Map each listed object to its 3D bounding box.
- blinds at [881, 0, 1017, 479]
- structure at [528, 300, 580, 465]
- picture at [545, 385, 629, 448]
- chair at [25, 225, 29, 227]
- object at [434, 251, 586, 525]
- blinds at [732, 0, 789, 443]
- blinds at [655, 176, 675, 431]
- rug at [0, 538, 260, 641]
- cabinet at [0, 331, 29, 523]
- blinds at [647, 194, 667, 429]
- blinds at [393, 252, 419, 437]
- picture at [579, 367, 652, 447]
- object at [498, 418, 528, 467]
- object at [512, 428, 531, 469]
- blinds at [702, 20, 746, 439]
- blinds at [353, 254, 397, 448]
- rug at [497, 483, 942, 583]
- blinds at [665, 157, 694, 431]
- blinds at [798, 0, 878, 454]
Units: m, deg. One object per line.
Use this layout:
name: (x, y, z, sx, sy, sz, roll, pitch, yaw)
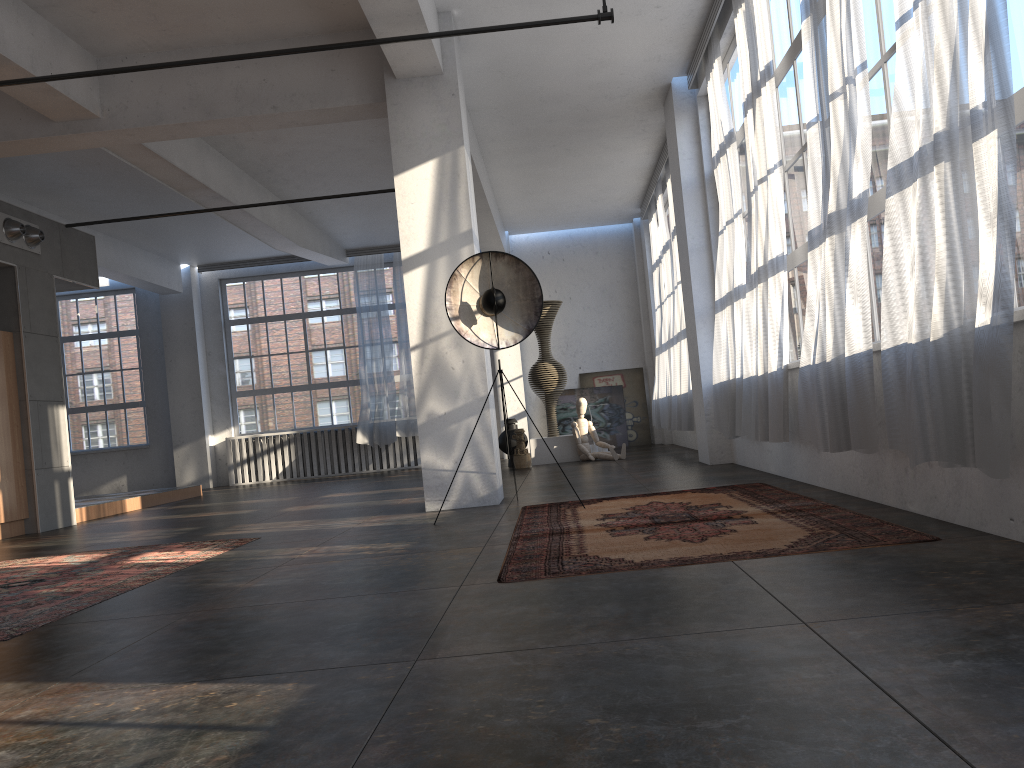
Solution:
blinds: (1.630, -1.532, 3.490, 0.342, 3.749, 1.029, -6, -1, 1)
structure: (0.533, -0.009, 12.877, 0.676, 2.325, 0.751, -6, -1, 2)
picture: (1.318, 0.619, 15.710, 1.432, 1.141, 0.304, -6, -1, -1)
chair: (-5.668, 0.958, 3.021, 0.470, 0.895, 0.498, -5, -1, -21)
object: (-0.073, -0.017, 6.615, 1.055, 1.918, 1.182, -6, -1, 2)
blinds: (1.806, -1.403, 6.558, 0.361, 3.673, 1.033, -6, -1, 2)
blinds: (2.188, -1.184, 12.662, 0.314, 3.711, 1.026, -6, -1, 2)
rug: (-2.785, 1.120, 4.857, 1.853, 0.029, 2.889, -6, -2, 2)
cabinet: (-9.086, 0.439, 7.960, 8.100, 2.561, 2.382, -6, -2, 1)
blinds: (2.242, -1.148, 13.853, 0.339, 3.696, 1.035, -6, -1, 0)
blinds: (-1.559, -0.786, 15.356, 1.056, 3.499, 1.001, -6, -1, 2)
picture: (1.841, 0.443, 15.806, 1.146, 1.386, 0.253, -6, -1, 1)
object: (0.012, 0.852, 12.877, 0.451, 0.693, 0.435, -5, -2, -34)
object: (0.127, 0.906, 12.006, 0.235, 0.600, 0.224, -6, -1, 30)
blinds: (1.919, -1.352, 8.059, 0.314, 3.711, 1.026, -6, -1, 2)
blinds: (-2.445, -0.655, 15.506, 0.692, 3.557, 0.878, -6, -1, 1)
rug: (0.911, 0.774, 5.118, 1.814, 0.009, 3.133, -6, -2, 2)
blinds: (2.104, -1.231, 11.322, 0.361, 3.673, 1.033, -6, -1, 2)
blinds: (1.701, -1.475, 4.859, 0.339, 3.696, 1.035, -6, -1, 0)
